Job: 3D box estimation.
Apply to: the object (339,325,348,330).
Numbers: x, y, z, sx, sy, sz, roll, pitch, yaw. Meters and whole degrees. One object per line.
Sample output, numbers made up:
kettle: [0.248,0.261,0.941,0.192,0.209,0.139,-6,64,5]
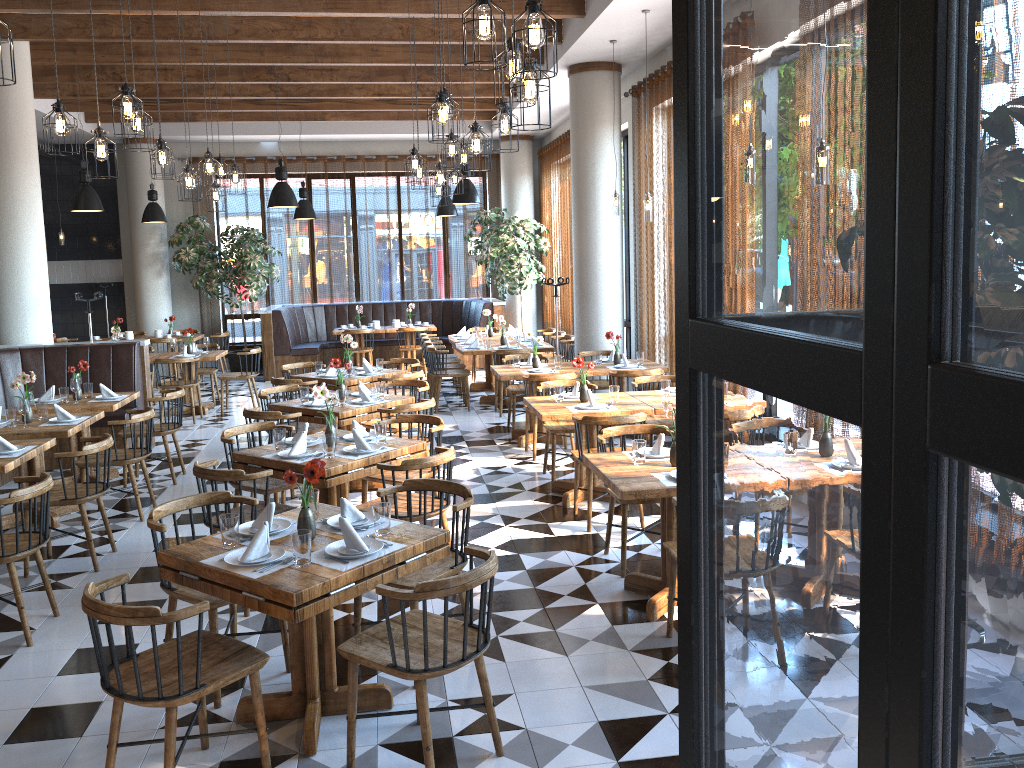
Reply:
object: [-2.846,-0.953,14.937,0.176,0.066,0.176,-4,8,-16]

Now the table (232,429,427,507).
table: [-1.126,0.772,5.593,0.865,0.760,0.867,4,9,36]

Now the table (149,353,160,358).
table: [-5.030,0.040,11.402,0.850,0.760,0.854,-3,7,-8]

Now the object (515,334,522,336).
object: [0.086,-0.580,11.576,0.080,0.131,0.080,-4,7,-23]

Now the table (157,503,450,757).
table: [-0.847,1.033,3.743,0.865,0.760,0.867,4,9,36]

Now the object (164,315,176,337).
object: [-5.489,-0.925,14.260,0.171,0.353,0.156,4,8,39]

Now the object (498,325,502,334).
object: [-0.166,-0.823,13.297,0.080,0.131,0.080,-4,7,-23]

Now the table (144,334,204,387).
table: [-5.482,-0.375,14.348,0.850,0.760,0.854,-3,7,-8]

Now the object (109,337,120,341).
object: [-6.267,-0.712,13.941,0.176,0.066,0.176,6,11,43]

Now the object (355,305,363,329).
object: [-2.571,-1.135,14.988,0.147,0.398,0.207,-7,8,-41]

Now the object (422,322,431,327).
object: [-1.475,-1.018,15.125,0.176,0.066,0.176,-4,8,-18]

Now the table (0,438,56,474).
table: [-3.495,0.827,5.677,0.850,0.760,0.854,-3,7,-8]

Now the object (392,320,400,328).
object: [-1.968,-1.027,15.067,0.130,0.128,0.130,3,9,35]

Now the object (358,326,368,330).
object: [-2.484,-0.936,14.751,0.176,0.066,0.176,2,9,27]

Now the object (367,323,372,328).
object: [-2.412,-1.008,15.238,0.175,0.066,0.176,-1,8,2]

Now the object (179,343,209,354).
object: [-4.215,-0.485,11.740,0.352,0.136,0.273,-3,8,-8]

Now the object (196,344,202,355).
object: [-4.037,-0.444,11.436,0.080,0.131,0.080,1,7,22]

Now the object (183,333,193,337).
object: [-5.223,-0.793,14.303,0.176,0.066,0.176,-5,9,-23]

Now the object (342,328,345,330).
object: [-2.828,-0.918,14.842,0.053,0.025,0.049,-4,8,-19]

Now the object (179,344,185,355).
object: [-4.288,-0.450,11.526,0.080,0.131,0.080,2,7,26]

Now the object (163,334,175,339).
object: [-5.450,-0.752,14.058,0.175,0.066,0.176,-1,8,7]

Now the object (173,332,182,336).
object: [-5.503,-0.827,14.581,0.176,0.066,0.176,4,10,36]

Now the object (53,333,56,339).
object: [-5.865,-0.478,11.255,0.156,0.353,0.171,2,7,29]

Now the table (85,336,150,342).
table: [-6.326,-0.333,14.224,0.850,0.760,0.854,-3,7,-8]

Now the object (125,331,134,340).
object: [-6.112,-0.776,14.142,0.130,0.128,0.130,3,9,35]

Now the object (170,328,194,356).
object: [-4.250,-0.550,11.437,0.295,0.353,0.167,-2,6,-3]

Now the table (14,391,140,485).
table: [-3.820,0.523,7.836,0.850,0.760,0.854,-3,7,-8]

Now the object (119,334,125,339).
object: [-6.367,-0.776,14.403,0.175,0.066,0.176,-1,8,5]

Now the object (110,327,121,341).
object: [-5.060,-0.536,11.342,0.207,0.398,0.147,4,8,40]

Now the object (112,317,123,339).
object: [-6.303,-0.889,14.174,0.171,0.353,0.156,-4,7,-22]

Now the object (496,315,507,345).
object: [-0.144,-0.706,11.559,0.146,0.398,0.207,-2,6,-3]

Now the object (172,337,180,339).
object: [-5.321,-0.729,14.021,0.155,0.023,0.034,1,8,17]

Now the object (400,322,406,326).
object: [-1.905,-1.042,15.363,0.176,0.066,0.176,4,10,36]

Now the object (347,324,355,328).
object: [-2.768,-0.996,15.218,0.176,0.066,0.176,4,10,36]

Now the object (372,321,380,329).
object: [-2.290,-1.000,14.942,0.130,0.128,0.130,3,9,35]

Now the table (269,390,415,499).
table: [-1.402,0.515,7.423,0.865,0.760,0.867,4,9,36]

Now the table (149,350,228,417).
table: [-4.187,-0.002,11.525,0.850,0.760,0.854,-3,7,-8]

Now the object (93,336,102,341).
object: [-6.629,-0.729,14.127,0.176,0.066,0.176,-4,8,-16]

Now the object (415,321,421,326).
object: [-1.614,-1.048,15.355,0.175,0.066,0.176,-1,8,5]

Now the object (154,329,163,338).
object: [-5.718,-0.816,14.340,0.130,0.128,0.130,3,9,35]

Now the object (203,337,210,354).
object: [-3.983,-0.505,11.561,0.081,0.214,0.081,5,9,45]

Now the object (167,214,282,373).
object: [-4.897,-1.531,15.207,1.756,2.769,1.485,-5,7,-27]

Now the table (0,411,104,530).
table: [-3.656,0.676,6.750,0.850,0.760,0.854,-3,7,-8]

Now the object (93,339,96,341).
object: [-6.611,-0.694,14.032,0.053,0.025,0.049,-4,8,-19]

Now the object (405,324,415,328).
object: [-1.700,-0.971,14.841,0.176,0.066,0.176,-5,9,-25]

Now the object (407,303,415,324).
object: [-1.715,-1.171,15.071,0.146,0.398,0.207,-2,6,-3]

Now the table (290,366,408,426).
table: [-1.669,0.265,9.194,0.865,0.760,0.867,4,9,36]

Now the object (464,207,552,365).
object: [-0.199,-1.678,15.307,1.756,2.769,1.485,4,8,40]

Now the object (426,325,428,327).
object: [-1.434,-0.981,15.000,0.034,0.023,0.156,-4,9,-18]

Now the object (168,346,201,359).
object: [-4.146,-0.412,11.222,0.352,0.136,0.273,-3,8,-8]
